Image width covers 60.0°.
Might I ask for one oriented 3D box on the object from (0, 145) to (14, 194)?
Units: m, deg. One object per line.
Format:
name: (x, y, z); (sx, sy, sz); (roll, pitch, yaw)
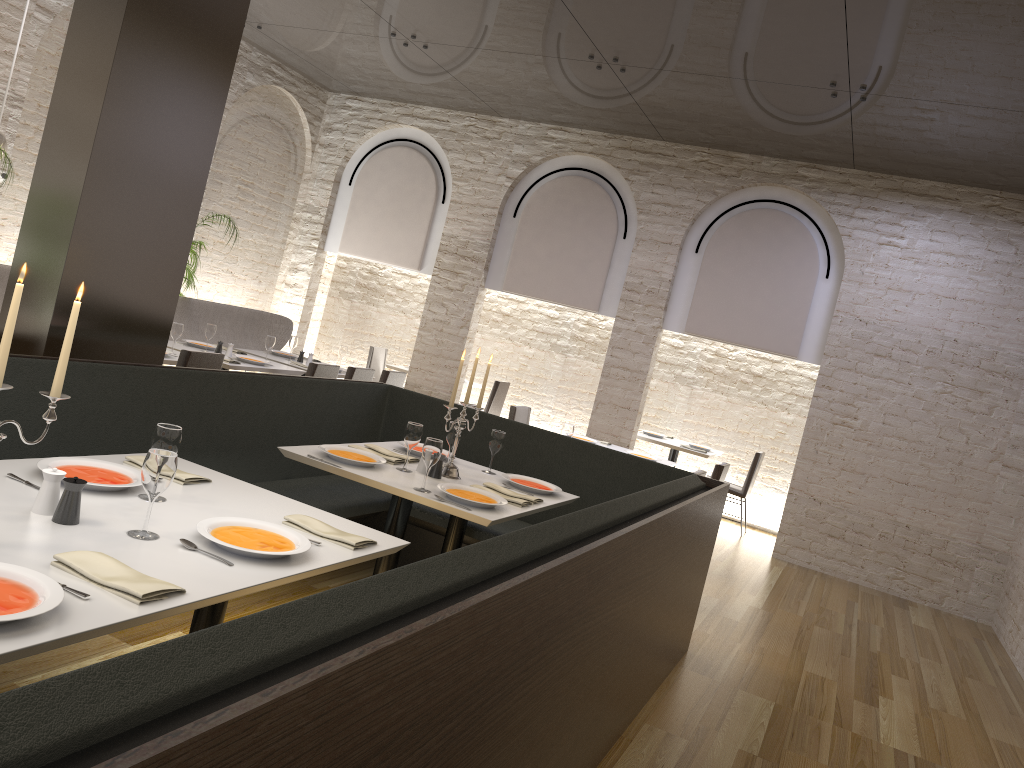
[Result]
object: (-4.345, -0.889, 6.270); (1.140, 1.973, 1.194); (13, 2, -27)

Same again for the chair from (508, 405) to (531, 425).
chair: (0.185, 0.694, 7.666); (0.568, 0.905, 0.411); (15, 2, 22)

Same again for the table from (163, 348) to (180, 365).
table: (-2.873, 0.087, 6.335); (0.939, 0.759, 1.008); (15, 3, 22)

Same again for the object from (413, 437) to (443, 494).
object: (-0.362, 0.352, 3.849); (0.086, 0.230, 0.086); (13, 2, -32)

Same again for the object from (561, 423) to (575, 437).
object: (0.375, 0.394, 6.207); (0.085, 0.230, 0.087); (13, 2, -38)

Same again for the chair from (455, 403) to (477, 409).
chair: (-0.237, 0.652, 6.616); (0.568, 0.905, 0.411); (15, 2, 22)

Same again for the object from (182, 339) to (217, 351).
object: (-2.612, -0.322, 7.451); (0.320, 0.036, 0.323); (12, 4, -31)

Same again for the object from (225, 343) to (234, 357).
object: (-2.329, -0.284, 7.311); (0.059, 0.109, 0.060); (13, 2, -32)

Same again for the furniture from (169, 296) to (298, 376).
furniture: (-2.838, -0.195, 8.289); (0.710, 1.096, 2.578); (15, 3, 22)

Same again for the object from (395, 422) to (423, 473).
object: (-0.485, 0.300, 4.213); (0.086, 0.230, 0.086); (13, 2, -32)

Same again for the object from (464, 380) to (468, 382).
object: (-0.701, -0.059, 10.983); (0.320, 0.036, 0.323); (12, 4, -33)

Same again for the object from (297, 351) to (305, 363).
object: (-1.985, -0.261, 8.350); (0.059, 0.109, 0.060); (13, 2, -32)

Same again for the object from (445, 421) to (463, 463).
object: (-0.316, 0.317, 4.633); (0.086, 0.230, 0.086); (13, 2, -32)

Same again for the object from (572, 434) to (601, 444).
object: (0.590, 0.472, 7.493); (0.320, 0.036, 0.323); (13, 4, -22)

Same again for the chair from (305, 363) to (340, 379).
chair: (-1.824, 0.220, 7.233); (0.568, 0.905, 0.411); (15, 2, 22)

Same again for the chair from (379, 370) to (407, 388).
chair: (-1.401, 0.262, 8.287); (0.568, 0.905, 0.411); (15, 2, 22)

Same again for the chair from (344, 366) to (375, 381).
chair: (-1.615, 0.241, 7.752); (0.568, 0.905, 0.411); (15, 2, 22)

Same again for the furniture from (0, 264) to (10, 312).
furniture: (-4.204, -0.330, 4.886); (0.711, 1.096, 4.465); (15, 3, 22)

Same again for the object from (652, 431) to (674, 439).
object: (1.739, 0.595, 10.324); (0.274, 0.033, 0.142); (15, 3, 22)

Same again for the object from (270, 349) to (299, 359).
object: (-2.189, -0.280, 8.506); (0.320, 0.036, 0.323); (12, 4, -31)

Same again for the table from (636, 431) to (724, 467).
table: (1.746, 1.021, 9.919); (0.939, 0.759, 1.008); (15, 3, 22)

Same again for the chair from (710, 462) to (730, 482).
chair: (1.361, 1.016, 7.170); (0.568, 0.905, 0.411); (15, 2, 22)

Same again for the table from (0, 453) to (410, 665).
table: (-1.393, 0.717, 2.000); (1.104, 0.759, 2.532); (15, 3, 22)

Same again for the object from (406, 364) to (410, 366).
object: (-1.182, -0.191, 11.189); (0.320, 0.036, 0.323); (12, 4, -33)

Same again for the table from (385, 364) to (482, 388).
table: (-1.034, 0.259, 11.093); (0.939, 0.759, 1.008); (15, 3, 22)

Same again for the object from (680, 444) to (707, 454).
object: (1.942, 0.696, 9.477); (0.274, 0.033, 0.142); (15, 3, 22)

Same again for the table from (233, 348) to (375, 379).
table: (-2.040, 0.170, 8.411); (0.939, 0.759, 1.008); (15, 3, 22)

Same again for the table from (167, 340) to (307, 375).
table: (-2.463, 0.128, 7.356); (0.939, 0.759, 1.008); (15, 3, 22)

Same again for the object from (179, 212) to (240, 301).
object: (-3.416, -0.795, 8.544); (1.145, 1.973, 1.189); (14, 2, 3)

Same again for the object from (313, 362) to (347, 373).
object: (-1.708, -0.148, 8.301); (0.320, 0.036, 0.323); (12, 4, -31)

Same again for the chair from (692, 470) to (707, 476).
chair: (0.939, 0.975, 6.119); (0.568, 0.905, 0.411); (15, 2, 22)

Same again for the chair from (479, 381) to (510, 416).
chair: (-0.433, 0.349, 10.840); (0.568, 0.905, 0.411); (15, 2, 22)

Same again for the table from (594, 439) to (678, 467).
table: (0.738, 0.922, 7.398); (0.939, 0.759, 1.008); (15, 3, 22)

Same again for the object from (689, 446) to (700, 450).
object: (2.005, 0.703, 9.641); (0.182, 0.015, 0.038); (15, 3, 24)

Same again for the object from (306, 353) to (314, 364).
object: (-1.905, -0.242, 8.366); (0.059, 0.109, 0.060); (13, 2, -32)

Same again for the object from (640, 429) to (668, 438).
object: (1.598, 0.571, 10.014); (0.320, 0.036, 0.323); (12, 4, -33)

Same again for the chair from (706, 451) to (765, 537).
chair: (2.360, 1.115, 9.660); (0.568, 0.905, 0.411); (15, 2, 22)

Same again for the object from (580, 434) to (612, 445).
object: (0.731, 0.496, 7.802); (0.274, 0.033, 0.142); (15, 3, 22)

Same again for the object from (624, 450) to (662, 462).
object: (1.071, 0.604, 7.288); (0.320, 0.036, 0.323); (13, 4, -22)

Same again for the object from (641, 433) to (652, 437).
object: (1.523, 0.573, 9.846); (0.186, 0.010, 0.017); (15, 3, 22)

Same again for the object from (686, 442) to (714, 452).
object: (2.079, 0.703, 9.809); (0.320, 0.036, 0.323); (12, 4, -33)

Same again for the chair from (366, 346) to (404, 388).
chair: (-1.609, 0.026, 11.336); (0.568, 0.905, 0.411); (15, 2, 22)

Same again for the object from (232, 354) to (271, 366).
object: (-2.131, -0.190, 7.246); (0.320, 0.036, 0.323); (12, 4, -31)

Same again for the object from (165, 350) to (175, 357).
object: (-2.541, -0.231, 6.225); (0.320, 0.036, 0.323); (12, 4, -31)

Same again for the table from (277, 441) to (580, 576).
table: (-0.444, 0.811, 4.366); (1.104, 0.759, 1.185); (15, 3, 22)

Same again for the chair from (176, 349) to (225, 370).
chair: (-2.347, 0.168, 5.929); (0.568, 0.905, 0.411); (15, 2, 22)

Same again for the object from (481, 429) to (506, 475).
object: (-0.097, 0.365, 4.743); (0.086, 0.230, 0.086); (14, 1, -8)

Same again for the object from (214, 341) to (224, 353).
object: (-2.409, -0.303, 7.295); (0.059, 0.109, 0.060); (13, 2, -32)

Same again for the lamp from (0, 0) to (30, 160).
lamp: (-3.738, -2.685, 6.751); (0.178, 2.039, 0.178); (14, 1, 1)
